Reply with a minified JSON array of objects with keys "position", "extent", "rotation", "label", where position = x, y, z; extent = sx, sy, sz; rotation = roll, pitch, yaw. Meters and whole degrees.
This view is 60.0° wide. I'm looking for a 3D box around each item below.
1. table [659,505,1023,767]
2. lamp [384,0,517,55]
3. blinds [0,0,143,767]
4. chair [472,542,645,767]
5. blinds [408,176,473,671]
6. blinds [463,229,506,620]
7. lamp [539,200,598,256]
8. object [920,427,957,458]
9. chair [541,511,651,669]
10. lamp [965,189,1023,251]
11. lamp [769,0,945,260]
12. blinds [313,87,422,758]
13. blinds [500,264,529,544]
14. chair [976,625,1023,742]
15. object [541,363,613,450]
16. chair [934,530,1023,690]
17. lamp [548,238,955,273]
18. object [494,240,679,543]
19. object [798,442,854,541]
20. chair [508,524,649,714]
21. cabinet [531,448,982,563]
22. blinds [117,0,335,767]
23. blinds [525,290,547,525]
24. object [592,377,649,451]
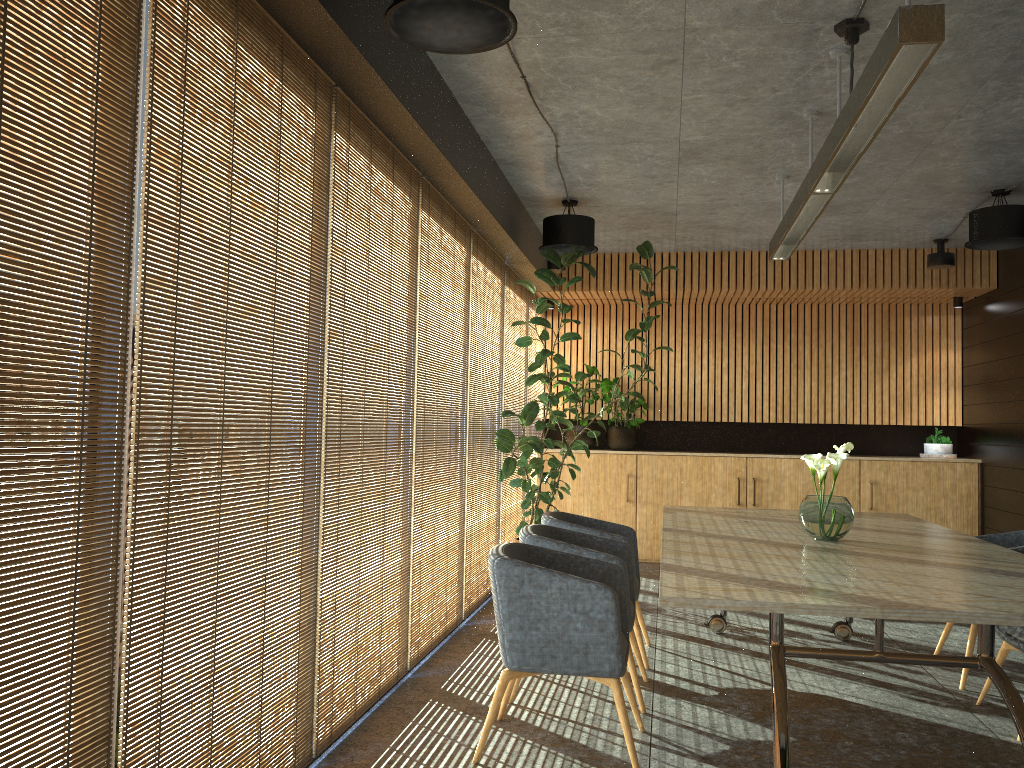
[{"position":[1.747,1.332,4.917],"extent":[1.816,0.927,3.932],"rotation":[1,-3,10],"label":"table"},{"position":[-0.232,-1.598,3.453],"extent":[0.513,0.497,0.513],"rotation":[1,-3,-1],"label":"lamp"},{"position":[-1.227,0.027,1.830],"extent":[0.039,3.038,1.422],"rotation":[1,-3,10],"label":"blinds"},{"position":[0.255,1.262,4.267],"extent":[0.761,0.944,0.706],"rotation":[1,-3,10],"label":"chair"},{"position":[-0.474,0.255,6.142],"extent":[0.039,3.038,1.422],"rotation":[1,-3,10],"label":"blinds"},{"position":[-0.222,0.331,7.587],"extent":[0.039,3.038,1.422],"rotation":[1,-3,10],"label":"blinds"},{"position":[0.494,-1.374,7.718],"extent":[0.513,0.497,0.513],"rotation":[2,-3,-19],"label":"lamp"},{"position":[4.885,0.674,10.165],"extent":[0.384,0.347,0.384],"rotation":[-1,-3,32],"label":"object"},{"position":[0.564,1.356,6.037],"extent":[0.761,0.944,0.706],"rotation":[1,-3,10],"label":"chair"},{"position":[3.920,-1.335,7.117],"extent":[0.513,0.497,0.513],"rotation":[-1,-4,39],"label":"lamp"},{"position":[1.774,-1.392,5.069],"extent":[0.151,0.618,4.009],"rotation":[1,-3,10],"label":"lamp"},{"position":[-0.778,0.068,2.104],"extent":[1.388,3.075,6.486],"rotation":[2,-3,-9],"label":"blinds"},{"position":[0.035,0.408,9.056],"extent":[0.039,3.038,1.422],"rotation":[1,-3,10],"label":"blinds"},{"position":[2.971,1.338,4.703],"extent":[0.761,0.944,0.706],"rotation":[1,-3,10],"label":"chair"},{"position":[0.779,0.266,10.743],"extent":[0.640,1.054,0.666],"rotation":[3,-4,-38],"label":"object"},{"position":[3.126,1.385,5.588],"extent":[0.761,0.944,0.706],"rotation":[1,-3,10],"label":"chair"},{"position":[2.389,-1.346,9.272],"extent":[4.179,0.294,0.257],"rotation":[1,-3,10],"label":"lamp"},{"position":[0.380,0.308,8.456],"extent":[1.875,3.266,1.958],"rotation":[4,-4,-41],"label":"object"},{"position":[1.762,0.598,4.975],"extent":[0.295,0.546,0.322],"rotation":[0,-3,20],"label":"object"},{"position":[0.409,1.309,5.152],"extent":[0.761,0.944,0.706],"rotation":[1,-3,10],"label":"chair"},{"position":[2.716,1.453,10.430],"extent":[4.954,1.272,1.006],"rotation":[1,-3,10],"label":"cabinet"},{"position":[-0.975,0.103,3.274],"extent":[0.039,3.038,1.422],"rotation":[1,-3,10],"label":"blinds"},{"position":[0.287,0.485,10.500],"extent":[0.039,3.038,1.422],"rotation":[1,-3,10],"label":"blinds"},{"position":[1.280,0.357,10.635],"extent":[0.679,0.880,0.512],"rotation":[0,-3,13],"label":"object"}]
